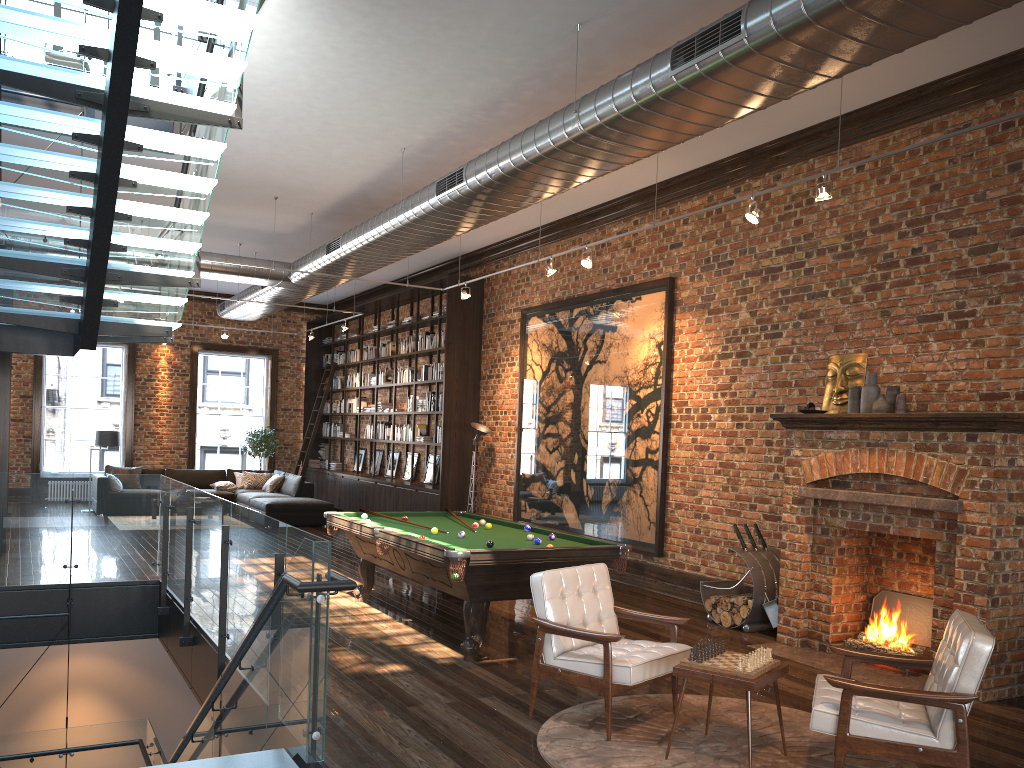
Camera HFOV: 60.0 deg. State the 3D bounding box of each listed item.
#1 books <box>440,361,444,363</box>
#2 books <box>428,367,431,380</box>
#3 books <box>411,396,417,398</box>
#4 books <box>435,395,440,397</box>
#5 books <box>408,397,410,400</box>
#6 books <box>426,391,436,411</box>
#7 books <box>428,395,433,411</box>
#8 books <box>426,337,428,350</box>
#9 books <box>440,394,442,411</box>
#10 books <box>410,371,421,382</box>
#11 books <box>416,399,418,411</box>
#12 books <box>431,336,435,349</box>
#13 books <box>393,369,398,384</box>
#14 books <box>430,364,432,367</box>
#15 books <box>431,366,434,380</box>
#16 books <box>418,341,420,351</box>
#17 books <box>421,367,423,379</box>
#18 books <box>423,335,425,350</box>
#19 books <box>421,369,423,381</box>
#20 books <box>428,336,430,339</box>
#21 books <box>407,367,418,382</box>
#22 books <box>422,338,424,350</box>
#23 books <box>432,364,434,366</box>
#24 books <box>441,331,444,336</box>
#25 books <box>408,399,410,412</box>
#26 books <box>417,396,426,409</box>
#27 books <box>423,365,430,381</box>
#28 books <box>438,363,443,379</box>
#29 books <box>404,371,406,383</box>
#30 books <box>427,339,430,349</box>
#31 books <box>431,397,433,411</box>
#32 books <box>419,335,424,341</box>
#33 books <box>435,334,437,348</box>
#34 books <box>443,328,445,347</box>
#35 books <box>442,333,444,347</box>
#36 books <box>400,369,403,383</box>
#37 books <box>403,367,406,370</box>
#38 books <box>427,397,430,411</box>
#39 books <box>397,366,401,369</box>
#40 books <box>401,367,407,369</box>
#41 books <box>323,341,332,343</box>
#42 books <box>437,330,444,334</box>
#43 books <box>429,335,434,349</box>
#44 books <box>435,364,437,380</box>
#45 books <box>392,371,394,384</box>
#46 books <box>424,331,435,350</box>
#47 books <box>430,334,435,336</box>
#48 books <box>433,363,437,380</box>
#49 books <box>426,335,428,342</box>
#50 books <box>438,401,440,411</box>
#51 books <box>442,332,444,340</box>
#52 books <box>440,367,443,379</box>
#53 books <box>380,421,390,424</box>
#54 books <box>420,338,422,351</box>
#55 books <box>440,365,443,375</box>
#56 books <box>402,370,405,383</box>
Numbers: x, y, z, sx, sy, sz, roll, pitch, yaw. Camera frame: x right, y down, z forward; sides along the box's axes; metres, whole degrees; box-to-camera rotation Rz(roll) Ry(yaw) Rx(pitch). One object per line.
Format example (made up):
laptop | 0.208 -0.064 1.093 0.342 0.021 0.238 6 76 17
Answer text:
books | -1.104 -0.210 14.172 0.183 0.295 0.012 2 1 -29
books | -1.291 -0.157 14.639 0.187 0.230 0.035 3 1 -29
books | -1.658 0.350 15.292 0.184 0.274 0.015 2 1 -29
books | -1.195 0.320 14.467 0.192 0.271 0.026 2 1 -29
books | -1.724 0.362 15.447 0.174 0.265 0.026 2 1 -29
books | -1.341 0.295 14.725 0.180 0.340 0.013 2 1 -29
books | -1.286 0.322 14.649 0.167 0.282 0.072 2 1 -29
books | -1.342 -0.660 14.776 0.172 0.236 0.025 2 1 -29
books | -1.076 0.309 14.263 0.160 0.278 0.031 2 1 -29
books | -1.672 -0.118 15.359 0.182 0.219 0.050 3 1 -29
books | -1.590 0.372 15.167 0.184 0.222 0.033 3 1 -29
books | -1.226 -0.662 14.554 0.169 0.232 0.146 2 0 -29
books | -2.042 -0.126 16.000 0.179 0.275 0.098 2 1 -29
books | -1.281 -0.181 14.689 0.159 0.285 0.014 2 1 -29
books | -1.240 -0.165 14.553 0.189 0.240 0.016 2 1 -29
books | -1.498 -0.623 15.033 0.190 0.182 0.025 3 1 -29
books | -1.463 -0.153 15.000 0.161 0.254 0.014 2 1 -29
books | -1.406 -0.676 14.901 0.150 0.278 0.055 2 1 -29
books | -1.440 -0.169 14.953 0.167 0.283 0.060 2 1 -29
books | -1.322 -0.669 14.758 0.151 0.254 0.025 2 1 -29
books | -1.733 -0.152 15.446 0.183 0.286 0.034 2 1 -29
books | -1.442 -0.650 14.964 0.169 0.231 0.028 2 1 -29
books | -1.235 -0.184 14.595 0.162 0.283 0.056 2 1 -29
books | -1.093 -0.707 14.360 0.131 0.300 0.022 2 1 -29
books | -1.712 0.383 15.411 0.187 0.219 0.016 3 1 -29
books | -1.546 0.349 15.151 0.138 0.268 0.034 2 1 -29
books | -1.352 -0.173 14.691 0.246 0.266 0.037 3 1 -29
books | -1.088 -0.196 14.126 0.189 0.264 0.030 2 1 -29
books | -1.813 -0.109 15.585 0.181 0.209 0.024 3 1 -29
books | -1.322 -0.645 14.729 0.190 0.202 0.027 3 1 -29
books | -1.248 0.339 14.593 0.147 0.243 0.038 2 1 -29
books | -1.501 -0.677 15.080 0.150 0.295 0.032 2 1 -29
books | -1.168 -0.680 14.468 0.189 0.252 0.018 2 1 -29
books | -1.011 -0.723 14.170 0.173 0.314 0.012 2 1 -29
books | -1.036 -0.684 14.217 0.165 0.240 0.031 2 1 -29
books | -1.907 -0.130 15.780 0.166 0.269 0.011 2 1 -29
books | -1.879 -0.144 15.761 0.138 0.296 0.024 2 1 -29
books | -1.325 0.346 14.709 0.179 0.237 0.036 2 1 -29
books | -2.028 -0.148 16.020 0.143 0.324 0.116 2 1 -29
books | -1.913 -0.149 15.792 0.152 0.307 0.016 2 1 -29
books | -4.021 -0.919 19.610 0.214 0.014 0.356 4 -4 -33
books | -1.151 -0.715 14.438 0.166 0.321 0.008 2 1 -29
books | -1.275 -0.670 14.667 0.165 0.258 0.099 2 1 -29
books | -1.157 -0.186 14.413 0.177 0.272 0.042 2 1 -29
books | -2.072 -0.117 16.039 0.190 0.260 0.093 2 1 -29
books | -1.378 -0.706 14.834 0.180 0.333 0.016 2 1 -29
books | -1.288 -0.683 14.723 0.153 0.279 0.013 2 1 -29
books | -1.189 -0.195 14.467 0.181 0.295 0.025 2 1 -29
books | -1.352 -0.672 14.793 0.168 0.262 0.016 2 1 -29
books | -1.127 0.361 14.351 0.166 0.179 0.033 3 1 -29
books | -1.045 -0.694 14.247 0.163 0.264 0.030 2 1 -29
books | -1.043 -0.164 14.055 0.190 0.194 0.028 3 1 -29
books | -2.386 0.873 16.617 0.183 0.336 0.015 2 1 -29
books | -1.463 -0.655 14.986 0.185 0.242 0.030 2 1 -29
books | -1.058 -0.177 14.094 0.161 0.224 0.056 2 1 -29
books | -1.875 -0.119 15.717 0.160 0.242 0.031 2 1 -29
